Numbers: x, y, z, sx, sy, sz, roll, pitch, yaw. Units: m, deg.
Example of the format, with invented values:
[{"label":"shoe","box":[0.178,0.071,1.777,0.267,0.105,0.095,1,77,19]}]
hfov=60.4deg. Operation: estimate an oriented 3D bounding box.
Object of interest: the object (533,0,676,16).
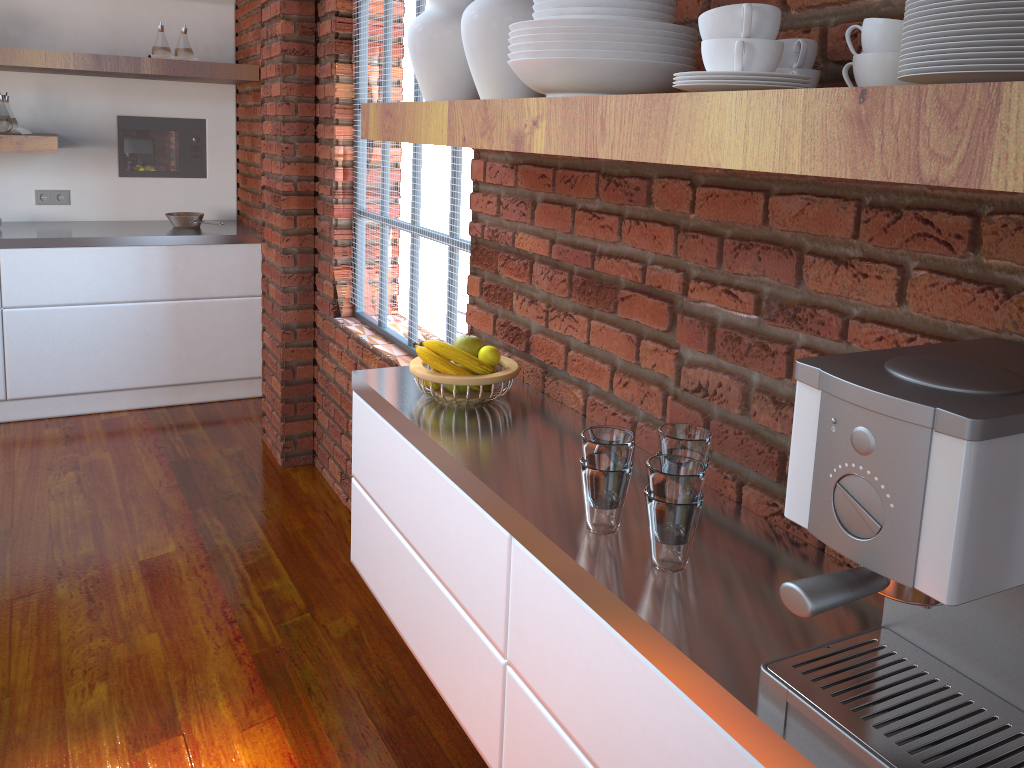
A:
[{"label":"object","box":[0.136,-0.534,1.321,0.215,0.054,0.218,-9,19,-35]}]

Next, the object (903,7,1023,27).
[{"label":"object","box":[0.439,-0.301,0.751,0.194,0.013,0.199,-1,16,-11]}]

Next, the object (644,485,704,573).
[{"label":"object","box":[0.211,0.193,1.168,0.077,0.102,0.080,-1,12,-15]}]

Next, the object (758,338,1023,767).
[{"label":"object","box":[0.432,0.167,0.817,0.380,0.362,0.276,-4,13,-27]}]

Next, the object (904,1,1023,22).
[{"label":"object","box":[0.439,-0.305,0.750,0.194,0.013,0.199,-1,16,-11]}]

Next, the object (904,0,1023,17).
[{"label":"object","box":[0.439,-0.309,0.749,0.194,0.013,0.199,-1,16,-11]}]

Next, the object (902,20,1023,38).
[{"label":"object","box":[0.438,-0.292,0.752,0.194,0.013,0.199,-1,16,-11]}]

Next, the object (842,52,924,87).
[{"label":"object","box":[0.407,-0.323,0.933,0.092,0.046,0.101,4,15,7]}]

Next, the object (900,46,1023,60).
[{"label":"object","box":[0.438,-0.273,0.755,0.194,0.013,0.199,-1,16,-11]}]

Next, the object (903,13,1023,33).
[{"label":"object","box":[0.439,-0.296,0.751,0.194,0.013,0.199,-1,16,-11]}]

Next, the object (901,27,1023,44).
[{"label":"object","box":[0.438,-0.287,0.753,0.194,0.013,0.199,-1,16,-11]}]

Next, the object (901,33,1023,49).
[{"label":"object","box":[0.438,-0.282,0.754,0.194,0.013,0.199,-1,16,-11]}]

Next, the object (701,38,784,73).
[{"label":"object","box":[0.260,-0.367,1.008,0.099,0.046,0.094,-7,17,-32]}]

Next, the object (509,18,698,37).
[{"label":"object","box":[0.135,-0.504,1.326,0.284,0.054,0.286,-13,22,-43]}]

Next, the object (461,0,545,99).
[{"label":"object","box":[0.003,-0.632,1.600,0.194,0.244,0.195,10,14,33]}]

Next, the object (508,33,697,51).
[{"label":"object","box":[0.134,-0.485,1.329,0.284,0.054,0.286,-13,22,-43]}]

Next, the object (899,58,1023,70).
[{"label":"object","box":[0.437,-0.264,0.757,0.194,0.013,0.199,-1,16,-11]}]

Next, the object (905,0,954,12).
[{"label":"object","box":[0.439,-0.314,0.748,0.194,0.013,0.199,-1,16,-11]}]

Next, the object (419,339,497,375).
[{"label":"object","box":[-0.114,-0.049,1.838,0.184,0.083,0.068,5,12,10]}]

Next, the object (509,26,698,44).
[{"label":"object","box":[0.135,-0.494,1.327,0.284,0.054,0.286,-13,22,-43]}]

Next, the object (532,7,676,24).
[{"label":"object","box":[0.136,-0.523,1.323,0.215,0.054,0.218,-9,19,-35]}]

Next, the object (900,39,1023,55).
[{"label":"object","box":[0.438,-0.278,0.754,0.194,0.013,0.199,-1,16,-11]}]

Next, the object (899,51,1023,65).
[{"label":"object","box":[0.437,-0.269,0.756,0.194,0.013,0.199,-1,16,-11]}]

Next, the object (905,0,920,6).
[{"label":"object","box":[0.440,-0.318,0.748,0.194,0.013,0.199,-1,16,-11]}]

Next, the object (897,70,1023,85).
[{"label":"object","box":[0.437,-0.255,0.758,0.194,0.013,0.199,-1,16,-11]}]

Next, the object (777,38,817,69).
[{"label":"object","box":[0.353,-0.424,1.164,0.092,0.057,0.102,11,16,30]}]

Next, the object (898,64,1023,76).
[{"label":"object","box":[0.437,-0.260,0.757,0.194,0.013,0.199,-1,16,-11]}]

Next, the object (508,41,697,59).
[{"label":"object","box":[0.134,-0.475,1.330,0.284,0.054,0.286,-13,22,-43]}]

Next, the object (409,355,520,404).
[{"label":"object","box":[-0.103,-0.009,1.892,0.236,0.069,0.240,8,16,19]}]

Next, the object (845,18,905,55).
[{"label":"object","box":[0.415,-0.354,0.929,0.092,0.057,0.102,1,14,-4]}]

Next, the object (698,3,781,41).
[{"label":"object","box":[0.257,-0.400,1.007,0.101,0.057,0.093,-11,20,-43]}]

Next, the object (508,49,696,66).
[{"label":"object","box":[0.133,-0.464,1.332,0.284,0.054,0.286,-13,22,-43]}]

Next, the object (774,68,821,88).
[{"label":"object","box":[0.357,-0.392,1.167,0.093,0.046,0.100,15,19,40]}]

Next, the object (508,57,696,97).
[{"label":"object","box":[0.133,-0.454,1.334,0.284,0.054,0.286,-13,22,-43]}]

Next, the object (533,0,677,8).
[{"label":"object","box":[0.137,-0.544,1.319,0.215,0.054,0.218,-9,19,-35]}]
